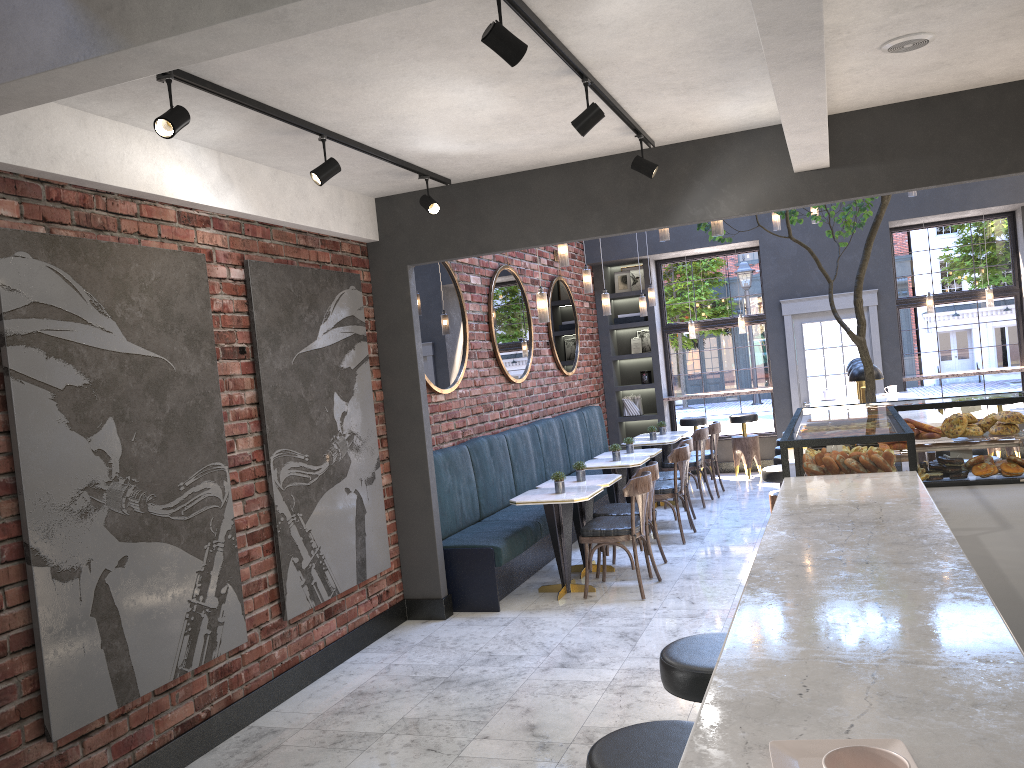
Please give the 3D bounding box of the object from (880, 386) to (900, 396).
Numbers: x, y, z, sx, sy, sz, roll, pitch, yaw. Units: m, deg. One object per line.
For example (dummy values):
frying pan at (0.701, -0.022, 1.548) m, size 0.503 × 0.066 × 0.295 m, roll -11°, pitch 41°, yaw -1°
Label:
object at (3.896, 0.064, 9.136) m, size 0.176 × 0.097 × 0.301 m, roll -6°, pitch 1°, yaw 11°

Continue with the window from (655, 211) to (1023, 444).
window at (1.919, -1.723, 5.782) m, size 6.407 × 5.366 × 12.703 m, roll -5°, pitch 1°, yaw 20°

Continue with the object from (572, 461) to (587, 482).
object at (0.551, 0.703, 7.171) m, size 0.118 × 0.165 × 0.122 m, roll -6°, pitch 1°, yaw -2°

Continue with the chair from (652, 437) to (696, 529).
chair at (1.567, 0.980, 8.803) m, size 0.521 × 0.851 × 0.538 m, roll -5°, pitch 1°, yaw 14°

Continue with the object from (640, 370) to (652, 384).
object at (1.844, -0.093, 12.180) m, size 0.152 × 0.181 × 0.152 m, roll -7°, pitch 2°, yaw -32°

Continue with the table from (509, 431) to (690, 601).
table at (2.965, 0.905, 7.932) m, size 4.600 × 0.751 × 4.828 m, roll -5°, pitch 1°, yaw 20°

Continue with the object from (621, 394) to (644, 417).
object at (1.666, 0.279, 12.284) m, size 0.250 × 0.323 × 0.241 m, roll -5°, pitch 1°, yaw 20°

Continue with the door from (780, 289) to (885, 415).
door at (3.975, 0.015, 10.872) m, size 1.132 × 2.219 × 0.152 m, roll -5°, pitch 2°, yaw 20°

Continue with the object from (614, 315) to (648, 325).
object at (1.637, -0.882, 12.214) m, size 0.412 × 0.084 × 0.286 m, roll -5°, pitch 1°, yaw 20°

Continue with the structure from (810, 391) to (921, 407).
structure at (3.218, 0.729, 7.947) m, size 0.990 × 1.050 × 3.488 m, roll -5°, pitch 1°, yaw 20°

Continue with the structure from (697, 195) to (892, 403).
structure at (2.662, -1.676, 6.958) m, size 2.805 × 5.990 × 3.745 m, roll -6°, pitch 2°, yaw -26°

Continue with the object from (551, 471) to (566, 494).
object at (0.352, 0.732, 6.625) m, size 0.118 × 0.165 × 0.122 m, roll -6°, pitch 1°, yaw -2°

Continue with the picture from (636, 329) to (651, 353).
picture at (1.864, -0.596, 12.368) m, size 0.247 × 0.326 × 0.044 m, roll -5°, pitch 2°, yaw 20°

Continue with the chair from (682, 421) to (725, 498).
chair at (2.220, 0.886, 10.401) m, size 0.521 × 0.851 × 0.496 m, roll -5°, pitch 1°, yaw 19°

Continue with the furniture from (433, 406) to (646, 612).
furniture at (2.962, 0.704, 7.967) m, size 6.023 × 1.151 × 5.338 m, roll -5°, pitch 1°, yaw 20°

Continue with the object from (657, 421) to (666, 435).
object at (1.785, 0.521, 10.546) m, size 0.118 × 0.165 × 0.122 m, roll -6°, pitch 1°, yaw -2°

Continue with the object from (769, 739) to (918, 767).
object at (0.407, 0.455, 1.065) m, size 0.176 × 0.097 × 0.301 m, roll -6°, pitch 1°, yaw 11°

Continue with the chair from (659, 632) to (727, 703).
chair at (0.660, 1.194, 2.640) m, size 0.371 × 0.821 × 0.370 m, roll -6°, pitch 1°, yaw -17°

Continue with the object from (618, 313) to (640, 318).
object at (1.631, -0.943, 12.225) m, size 0.327 × 0.039 × 0.227 m, roll -6°, pitch 1°, yaw 10°

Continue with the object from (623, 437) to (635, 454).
object at (1.175, 0.611, 8.878) m, size 0.118 × 0.165 × 0.122 m, roll -6°, pitch 1°, yaw -2°

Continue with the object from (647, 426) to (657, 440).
object at (1.586, 0.550, 10.001) m, size 0.118 × 0.165 × 0.122 m, roll -6°, pitch 1°, yaw -2°

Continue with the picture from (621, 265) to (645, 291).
picture at (1.710, -1.460, 12.359) m, size 0.361 × 0.369 × 0.055 m, roll -5°, pitch 2°, yaw 20°

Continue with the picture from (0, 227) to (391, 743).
picture at (-1.435, 0.329, 4.776) m, size 0.033 × 2.028 × 2.820 m, roll -5°, pitch 1°, yaw 20°

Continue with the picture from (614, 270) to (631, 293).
picture at (1.546, -1.418, 12.385) m, size 0.230 × 0.313 × 0.061 m, roll -5°, pitch 2°, yaw 20°

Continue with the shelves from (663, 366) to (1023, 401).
shelves at (4.159, 0.008, 11.369) m, size 4.404 × 0.043 × 0.384 m, roll -5°, pitch 1°, yaw 20°

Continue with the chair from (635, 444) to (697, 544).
chair at (1.409, 1.006, 8.189) m, size 0.521 × 0.851 × 0.538 m, roll -5°, pitch 1°, yaw 22°

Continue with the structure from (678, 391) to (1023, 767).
structure at (2.291, 0.797, 2.094) m, size 3.206 × 1.300 × 5.802 m, roll -5°, pitch 1°, yaw 20°

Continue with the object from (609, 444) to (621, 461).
object at (0.976, 0.640, 8.333) m, size 0.118 × 0.165 × 0.122 m, roll -6°, pitch 1°, yaw -2°

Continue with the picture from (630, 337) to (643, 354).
picture at (1.740, -0.534, 12.390) m, size 0.161 × 0.227 × 0.049 m, roll -5°, pitch 2°, yaw 21°

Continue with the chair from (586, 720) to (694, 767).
chair at (0.390, 1.232, 2.010) m, size 0.371 × 0.821 × 0.371 m, roll -5°, pitch 2°, yaw 30°

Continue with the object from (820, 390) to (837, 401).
object at (3.320, 0.119, 9.315) m, size 0.176 × 0.098 × 0.204 m, roll -5°, pitch 1°, yaw 25°

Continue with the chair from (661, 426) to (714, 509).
chair at (1.957, 0.922, 9.881) m, size 0.521 × 0.851 × 0.538 m, roll -5°, pitch 1°, yaw 22°
